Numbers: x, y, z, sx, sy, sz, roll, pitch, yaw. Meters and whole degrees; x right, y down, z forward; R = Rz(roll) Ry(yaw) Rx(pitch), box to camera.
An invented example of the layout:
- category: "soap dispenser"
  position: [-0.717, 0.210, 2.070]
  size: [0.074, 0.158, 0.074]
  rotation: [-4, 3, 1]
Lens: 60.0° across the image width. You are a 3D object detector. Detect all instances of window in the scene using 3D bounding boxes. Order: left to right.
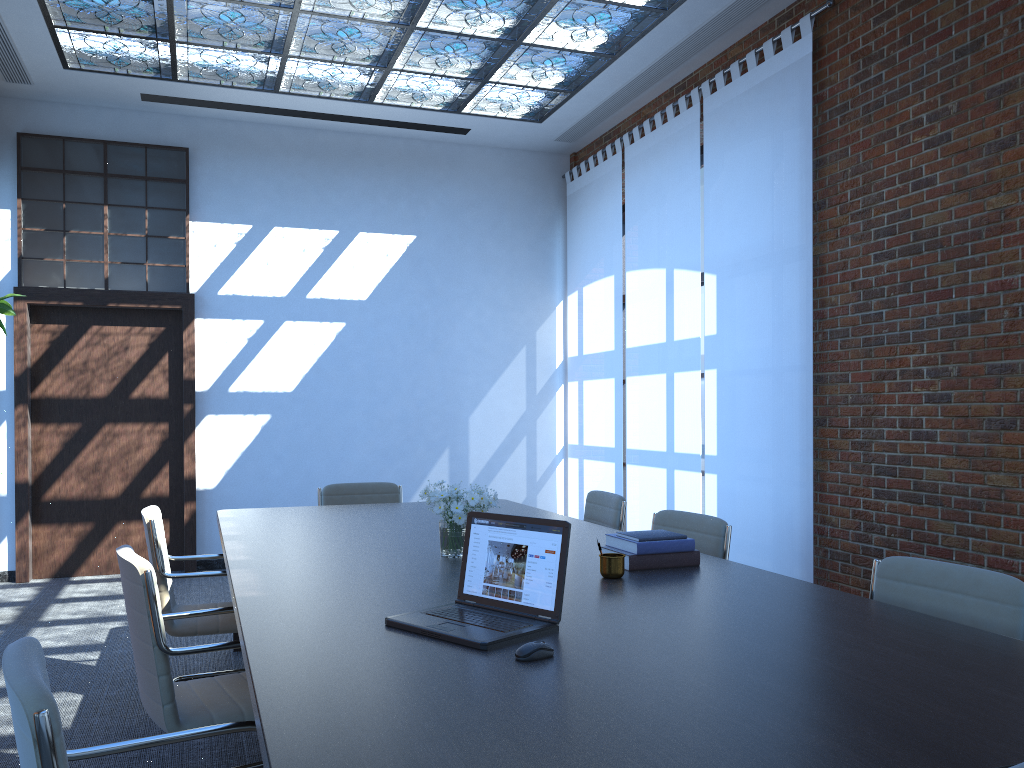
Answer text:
- category: "window"
  position: [-3.446, -1.416, 7.525]
  size: [1.328, 1.292, 0.059]
  rotation: [0, 0, -20]
- category: "window"
  position: [2.691, -0.289, 4.554]
  size: [0.160, 3.607, 9.625]
  rotation: [0, -1, -20]

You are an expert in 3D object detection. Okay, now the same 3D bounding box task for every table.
- category: "table"
  position: [-0.154, 1.087, 3.466]
  size: [1.809, 0.810, 4.506]
  rotation: [0, -2, -20]

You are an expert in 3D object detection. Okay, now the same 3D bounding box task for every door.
- category: "door"
  position: [-3.453, 0.427, 7.591]
  size: [1.400, 2.435, 0.200]
  rotation: [0, 0, -20]

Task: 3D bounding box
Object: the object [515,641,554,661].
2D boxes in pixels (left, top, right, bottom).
- category: "object"
  position: [0.051, 0.617, 2.057]
  size: [0.101, 0.034, 0.059]
  rotation: [1, -2, -39]

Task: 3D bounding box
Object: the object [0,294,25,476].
- category: "object"
  position: [-3.804, 0.349, 5.978]
  size: [0.945, 2.491, 1.324]
  rotation: [0, 0, -19]

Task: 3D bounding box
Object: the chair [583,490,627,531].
- category: "chair"
  position: [0.246, 1.078, 4.976]
  size: [0.706, 0.923, 0.560]
  rotation: [0, 0, -16]

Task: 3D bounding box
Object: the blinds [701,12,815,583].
- category: "blinds"
  position: [1.615, -0.346, 5.932]
  size: [0.039, 3.757, 1.219]
  rotation: [0, 0, -20]

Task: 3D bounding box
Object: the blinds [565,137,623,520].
- category: "blinds"
  position: [0.762, -0.262, 8.328]
  size: [0.039, 3.757, 1.219]
  rotation: [0, 0, -20]

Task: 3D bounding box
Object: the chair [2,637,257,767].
- category: "chair"
  position: [-0.637, 0.977, 1.821]
  size: [0.706, 0.923, 0.560]
  rotation: [0, 0, -31]

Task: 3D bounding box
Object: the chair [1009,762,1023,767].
- category: "chair"
  position: [0.494, 0.958, 1.408]
  size: [0.560, 0.923, 0.706]
  rotation: [0, 0, -31]

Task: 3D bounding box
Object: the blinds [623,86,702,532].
- category: "blinds"
  position: [1.191, -0.304, 7.125]
  size: [0.039, 3.757, 1.219]
  rotation: [0, 0, -20]

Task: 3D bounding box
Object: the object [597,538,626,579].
- category: "object"
  position: [0.345, 0.594, 3.046]
  size: [0.091, 0.142, 0.091]
  rotation: [0, 0, -42]

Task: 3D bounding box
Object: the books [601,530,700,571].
- category: "books"
  position: [0.513, 0.616, 3.325]
  size: [0.294, 0.115, 0.255]
  rotation: [0, -2, -21]

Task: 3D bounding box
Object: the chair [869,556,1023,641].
- category: "chair"
  position: [1.020, 0.992, 2.500]
  size: [0.706, 0.923, 0.560]
  rotation: [0, 0, -25]

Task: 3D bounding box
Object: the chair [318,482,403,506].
- category: "chair"
  position: [-0.894, 1.103, 5.569]
  size: [0.560, 0.923, 0.706]
  rotation: [0, 0, -20]

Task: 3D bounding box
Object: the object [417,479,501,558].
- category: "object"
  position: [-0.217, 0.529, 3.530]
  size: [0.329, 0.309, 0.336]
  rotation: [0, -1, -9]

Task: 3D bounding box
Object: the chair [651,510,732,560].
- category: "chair"
  position: [0.534, 1.040, 3.866]
  size: [0.706, 0.923, 0.560]
  rotation: [0, 0, -26]

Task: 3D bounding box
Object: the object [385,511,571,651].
- category: "object"
  position: [-0.094, 0.504, 2.354]
  size: [0.390, 0.283, 0.323]
  rotation: [-1, -1, 44]

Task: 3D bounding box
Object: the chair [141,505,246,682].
- category: "chair"
  position: [-1.458, 1.067, 4.410]
  size: [0.706, 0.923, 0.560]
  rotation: [0, 0, -20]

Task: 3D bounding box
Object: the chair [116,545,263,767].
- category: "chair"
  position: [-0.999, 1.022, 3.121]
  size: [0.706, 0.923, 0.560]
  rotation: [0, 0, -31]
